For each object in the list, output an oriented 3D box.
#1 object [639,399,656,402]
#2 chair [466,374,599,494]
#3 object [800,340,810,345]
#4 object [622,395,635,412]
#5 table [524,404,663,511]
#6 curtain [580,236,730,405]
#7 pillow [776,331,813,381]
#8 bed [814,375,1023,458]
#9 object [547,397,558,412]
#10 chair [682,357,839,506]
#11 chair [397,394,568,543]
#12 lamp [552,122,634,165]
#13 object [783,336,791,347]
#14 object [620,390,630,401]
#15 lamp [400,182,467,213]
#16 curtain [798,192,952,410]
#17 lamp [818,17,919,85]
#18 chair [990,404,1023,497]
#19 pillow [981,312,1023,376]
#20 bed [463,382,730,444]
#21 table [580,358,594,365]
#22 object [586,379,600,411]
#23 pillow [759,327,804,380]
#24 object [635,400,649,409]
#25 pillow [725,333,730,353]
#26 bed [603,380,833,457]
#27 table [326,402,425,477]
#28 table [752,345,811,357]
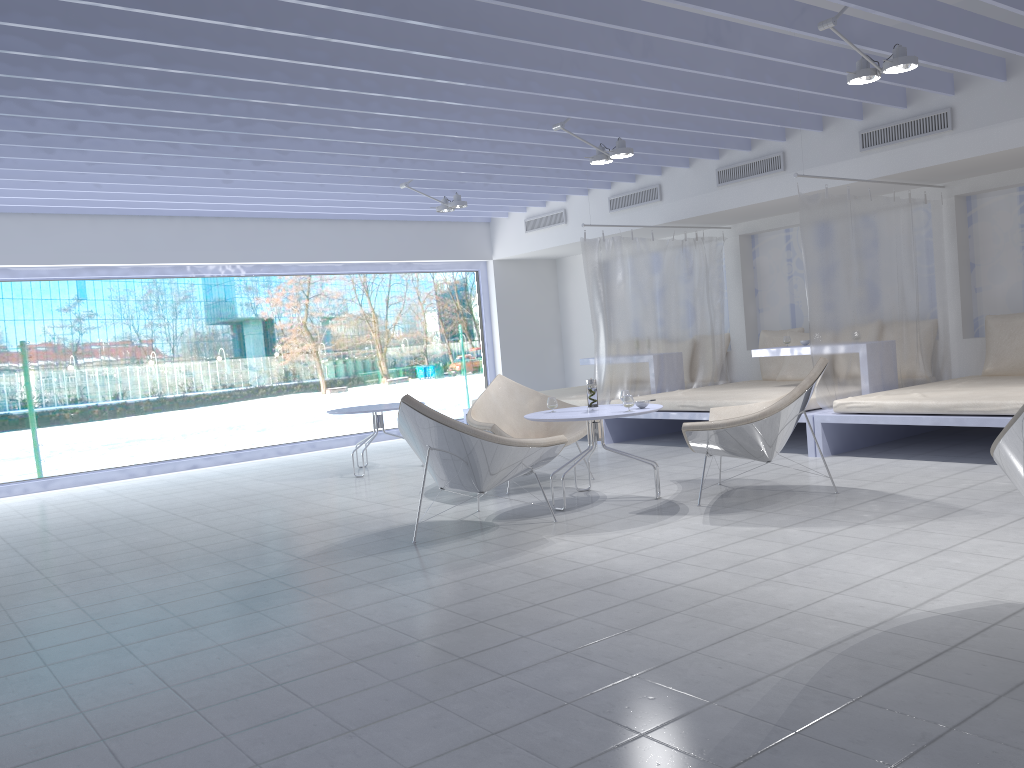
[{"bbox_3d":[0.783,0.099,5.135,0.098,0.016,0.012,-4,3,19],"label":"object"},{"bbox_3d":[0.085,0.304,6.201,0.906,0.759,0.753,-6,3,-26],"label":"chair"},{"bbox_3d":[2.487,-0.349,7.521,0.082,0.043,0.082,-4,3,14],"label":"object"},{"bbox_3d":[0.660,0.109,5.026,0.068,0.091,0.068,-5,3,-8],"label":"object"},{"bbox_3d":[0.503,0.425,5.280,0.823,0.534,0.825,-2,4,44],"label":"table"},{"bbox_3d":[1.466,-0.646,8.517,2.050,1.552,0.151,-7,3,-37],"label":"curtain"},{"bbox_3d":[2.781,-0.270,8.377,0.307,0.482,0.528,-6,3,-32],"label":"pillow"},{"bbox_3d":[3.585,0.196,5.948,2.022,0.422,2.200,-7,3,-37],"label":"bed"},{"bbox_3d":[0.246,0.126,5.418,0.068,0.091,0.068,-5,3,-14],"label":"object"},{"bbox_3d":[1.428,0.247,5.020,0.753,0.759,0.906,-4,3,23],"label":"chair"},{"bbox_3d":[-0.260,0.398,4.762,0.753,0.759,0.906,-7,3,-41],"label":"chair"},{"bbox_3d":[0.544,-1.712,6.274,0.587,0.218,0.380,-7,3,-37],"label":"lamp"},{"bbox_3d":[2.379,-0.371,7.669,0.068,0.091,0.068,-5,3,-11],"label":"object"},{"bbox_3d":[0.704,0.084,5.499,0.068,0.091,0.068,-7,4,-44],"label":"object"},{"bbox_3d":[-0.724,-1.685,7.959,0.587,0.218,0.380,-7,3,-37],"label":"lamp"},{"bbox_3d":[2.834,-0.658,6.770,1.998,1.559,0.125,-7,3,-38],"label":"curtain"},{"bbox_3d":[1.800,-1.740,4.604,0.587,0.218,0.380,-7,3,-37],"label":"lamp"},{"bbox_3d":[1.713,0.343,2.406,0.753,0.759,0.906,-6,3,-19],"label":"chair"},{"bbox_3d":[3.953,-0.302,6.952,0.230,0.521,0.524,-7,3,-35],"label":"pillow"},{"bbox_3d":[0.930,0.254,9.477,2.022,0.422,2.200,-7,3,-37],"label":"bed"},{"bbox_3d":[1.212,-0.065,9.044,0.416,0.450,1.065,-7,3,-37],"label":"table"},{"bbox_3d":[0.479,0.063,5.298,0.075,0.189,0.075,-2,4,45],"label":"object"},{"bbox_3d":[2.647,-0.287,8.703,0.231,0.510,0.572,-7,3,-38],"label":"pillow"},{"bbox_3d":[0.756,0.120,5.151,0.082,0.043,0.082,-4,3,21],"label":"object"},{"bbox_3d":[2.073,-0.274,9.465,0.231,0.510,0.572,-7,3,-36],"label":"pillow"},{"bbox_3d":[2.246,0.224,7.701,2.016,0.427,2.200,-7,3,-37],"label":"bed"},{"bbox_3d":[-1.121,0.460,7.467,0.825,0.534,0.823,-4,3,10],"label":"table"},{"bbox_3d":[2.545,-0.094,7.272,0.416,0.450,1.065,-7,3,-37],"label":"table"}]
